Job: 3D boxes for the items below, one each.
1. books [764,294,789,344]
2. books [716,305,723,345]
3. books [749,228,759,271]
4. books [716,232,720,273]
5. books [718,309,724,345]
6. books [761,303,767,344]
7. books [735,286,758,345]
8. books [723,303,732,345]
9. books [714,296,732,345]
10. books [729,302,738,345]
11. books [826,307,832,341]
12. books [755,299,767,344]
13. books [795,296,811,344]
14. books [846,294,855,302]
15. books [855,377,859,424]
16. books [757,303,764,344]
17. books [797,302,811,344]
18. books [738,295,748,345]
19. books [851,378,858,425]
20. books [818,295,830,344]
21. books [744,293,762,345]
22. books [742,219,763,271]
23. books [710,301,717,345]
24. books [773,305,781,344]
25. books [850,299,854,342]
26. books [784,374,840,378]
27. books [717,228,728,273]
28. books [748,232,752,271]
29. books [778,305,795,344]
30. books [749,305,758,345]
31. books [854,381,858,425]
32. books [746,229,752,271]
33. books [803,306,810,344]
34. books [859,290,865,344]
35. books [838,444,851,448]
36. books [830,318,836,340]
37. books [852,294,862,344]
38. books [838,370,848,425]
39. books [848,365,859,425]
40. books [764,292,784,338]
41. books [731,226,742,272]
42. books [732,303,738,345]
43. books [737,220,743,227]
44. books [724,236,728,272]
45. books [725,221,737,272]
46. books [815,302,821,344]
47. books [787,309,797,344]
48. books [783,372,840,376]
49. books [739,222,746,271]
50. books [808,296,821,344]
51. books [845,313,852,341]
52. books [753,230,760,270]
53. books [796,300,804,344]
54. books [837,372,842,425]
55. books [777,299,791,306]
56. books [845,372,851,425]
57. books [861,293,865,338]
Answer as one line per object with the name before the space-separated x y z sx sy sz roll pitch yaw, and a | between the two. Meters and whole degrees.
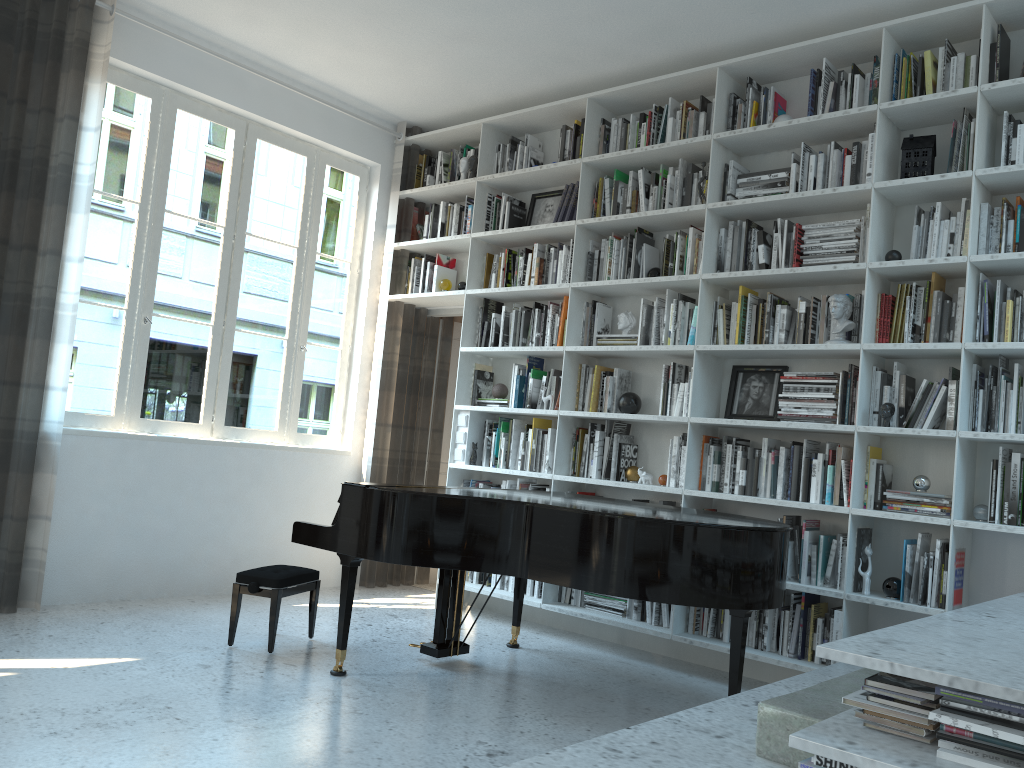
books | 1.326 -0.300 4.447 0.027 0.267 0.190 2 -5 41
books | 1.118 -0.287 4.669 0.011 0.235 0.142 2 -5 41
books | 1.271 -0.658 4.565 0.014 0.250 0.173 2 -5 41
books | 1.132 -0.663 4.702 0.012 0.254 0.161 2 -5 41
books | 1.125 -0.276 4.629 0.053 0.208 0.156 2 -5 41
books | 1.309 -0.283 4.488 0.025 0.236 0.137 2 -5 41
books | 1.204 -0.330 4.546 0.014 0.317 0.188 2 -5 41
books | 1.148 -0.291 4.626 0.042 0.242 0.162 2 -5 41
books | 1.113 -0.310 4.679 0.010 0.281 0.140 2 -5 41
books | 1.180 -0.292 4.611 0.026 0.248 0.139 2 -5 41
books | 1.554 -0.261 4.279 0.022 0.206 0.114 2 -5 41
books | 1.289 -0.294 4.524 0.028 0.259 0.134 2 -5 41
books | 1.439 -0.291 4.370 0.014 0.258 0.161 2 -5 41
books | 1.614 -0.287 4.231 0.014 0.263 0.135 2 -5 41
books | 1.644 0.069 4.128 0.011 0.279 0.186 2 -5 41
books | 1.289 -0.280 4.494 0.012 0.227 0.170 2 -5 41
books | 1.451 -0.275 4.337 0.029 0.224 0.185 2 -5 41
books | 1.211 -0.304 4.534 0.015 0.266 0.189 2 -5 41
books | 1.630 0.094 4.163 0.013 0.232 0.134 2 -5 41
books | 1.529 -0.289 4.284 0.025 0.258 0.150 2 -5 41
books | 1.239 -0.309 4.531 0.010 0.280 0.170 2 -5 41
books | 1.246 -0.684 4.591 0.011 0.300 0.179 2 -5 41
books | 1.097 -0.297 4.678 0.012 0.254 0.161 2 -5 41
books | 1.360 -0.273 4.431 0.024 0.216 0.175 2 -5 41
books | 1.641 -0.275 4.217 0.021 0.241 0.103 2 -5 41
books | 1.473 -0.030 4.303 0.254 0.012 0.161 2 -6 38
books | 1.140 -0.670 4.682 0.026 0.267 0.171 2 -5 41
books | 1.263 -0.650 4.576 0.014 0.233 0.147 2 -5 41
books | 1.382 -0.271 4.414 0.030 0.214 0.169 2 -5 41
books | 1.264 -0.280 4.535 0.024 0.228 0.147 2 -5 41
books | 1.641 0.102 4.150 0.021 0.217 0.132 2 -5 41
books | 1.254 -0.659 4.585 0.011 0.251 0.153 2 -5 41
books | 1.473 -0.262 4.319 0.029 0.200 0.178 2 -5 41
books | 1.674 -0.294 4.181 0.025 0.278 0.108 2 -5 41
books | 1.558 0.431 4.181 0.010 0.283 0.132 2 -5 41
books | 1.570 -0.287 4.261 0.024 0.259 0.126 2 -5 41
books | 1.647 -0.286 4.189 0.025 0.259 0.130 2 -5 41
books | 1.586 0.077 4.181 0.011 0.260 0.184 2 -5 41
books | 1.620 0.065 4.167 0.011 0.288 0.152 2 -5 41
books | 1.321 -0.307 4.471 0.013 0.283 0.177 2 -5 41
books | 1.203 -0.669 4.614 0.025 0.265 0.185 2 -5 41
books | 1.196 -0.288 4.588 0.029 0.240 0.156 2 -5 41
books | 1.208 -0.690 4.648 0.014 0.312 0.133 2 -5 41
books | 1.168 -0.649 4.675 0.027 0.228 0.147 2 -5 41
books | 1.180 -0.685 4.646 0.026 0.297 0.179 2 -5 41
books | 1.521 -0.273 4.314 0.025 0.230 0.143 2 -5 41
books | 1.419 -0.261 4.396 0.050 0.198 0.146 2 -5 41
books | 1.473 -0.042 4.302 0.254 0.012 0.161 1 -6 45
books | 1.237 -0.681 4.610 0.029 0.295 0.151 2 -5 41
books | 1.484 -0.285 4.299 0.012 0.245 0.186 2 -5 41
books | 1.618 -0.259 4.217 0.012 0.205 0.146 2 -5 41
books | 1.281 -0.653 4.557 0.011 0.239 0.147 2 -5 41
books | 1.445 -0.279 4.358 0.010 0.234 0.175 2 -5 41
books | 1.578 0.081 4.191 0.012 0.254 0.161 2 -5 41
books | 1.357 -0.289 4.454 0.011 0.251 0.130 2 -5 41
books | 1.610 0.081 4.174 0.013 0.256 0.163 2 -5 41
books | 1.677 -0.289 4.156 0.014 0.266 0.154 2 -5 41
